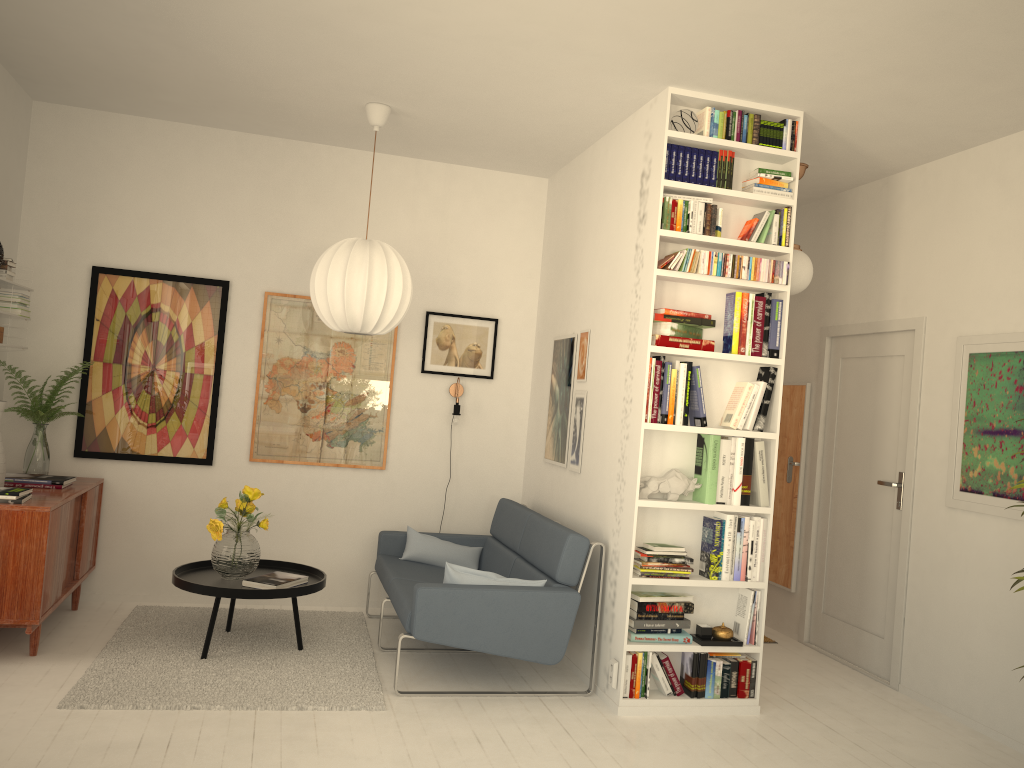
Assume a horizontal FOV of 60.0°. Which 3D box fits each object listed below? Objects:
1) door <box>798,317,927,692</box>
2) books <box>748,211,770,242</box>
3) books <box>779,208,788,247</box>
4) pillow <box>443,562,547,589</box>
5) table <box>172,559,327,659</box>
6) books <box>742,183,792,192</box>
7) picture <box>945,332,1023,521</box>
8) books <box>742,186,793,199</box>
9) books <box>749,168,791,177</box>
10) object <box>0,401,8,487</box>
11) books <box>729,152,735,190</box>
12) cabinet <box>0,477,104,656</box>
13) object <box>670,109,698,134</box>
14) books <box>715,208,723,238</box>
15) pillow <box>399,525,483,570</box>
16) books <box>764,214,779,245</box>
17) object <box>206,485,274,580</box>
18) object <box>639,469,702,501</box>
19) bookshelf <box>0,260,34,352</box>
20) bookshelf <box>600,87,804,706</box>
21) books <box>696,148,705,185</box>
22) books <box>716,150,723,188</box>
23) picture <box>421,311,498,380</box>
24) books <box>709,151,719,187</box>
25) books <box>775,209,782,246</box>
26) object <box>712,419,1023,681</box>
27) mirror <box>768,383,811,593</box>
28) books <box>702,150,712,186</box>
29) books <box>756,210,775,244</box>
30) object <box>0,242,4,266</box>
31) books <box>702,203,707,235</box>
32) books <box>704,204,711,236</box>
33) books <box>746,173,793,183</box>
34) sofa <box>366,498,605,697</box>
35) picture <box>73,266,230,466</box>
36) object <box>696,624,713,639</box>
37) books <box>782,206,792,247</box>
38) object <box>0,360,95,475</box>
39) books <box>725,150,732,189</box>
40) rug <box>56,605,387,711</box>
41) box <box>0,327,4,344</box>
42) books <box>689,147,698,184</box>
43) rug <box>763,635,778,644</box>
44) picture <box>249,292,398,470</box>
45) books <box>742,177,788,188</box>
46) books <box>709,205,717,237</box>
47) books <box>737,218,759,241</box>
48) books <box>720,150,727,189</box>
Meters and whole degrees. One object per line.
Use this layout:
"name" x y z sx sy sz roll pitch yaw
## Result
"door" 2.105 0.650 5.287 0.166 2.033 0.955 5 -2 -15
"books" 1.165 -0.753 4.360 0.092 0.165 0.222 5 -1 -15
"books" 1.289 -0.754 4.378 0.014 0.188 0.218 5 -1 -15
"pillow" -0.110 1.016 4.213 0.533 0.353 0.141 5 -2 -15
"table" -1.358 1.164 4.560 0.761 0.386 0.760 5 -1 1
"books" 1.231 -0.944 4.366 0.200 0.018 0.208 5 -1 -15
"picture" 2.370 0.193 4.171 0.012 0.877 0.822 5 -1 -15
"books" 1.226 -0.916 4.367 0.214 0.038 0.222 5 -1 -15
"books" 1.251 -1.016 4.365 0.169 0.032 0.188 5 -1 -10
"object" -2.558 0.303 4.346 0.160 0.445 0.158 4 -2 25
"books" 1.020 -1.012 4.324 0.020 0.191 0.205 5 -1 -15
"cabinet" -2.543 0.897 4.548 0.546 0.727 1.262 5 -1 -15
"object" 0.816 -1.234 4.201 0.131 0.131 0.131 5 -2 -19
"books" 0.962 -0.759 4.284 0.020 0.145 0.189 5 -1 -15
"pillow" -0.428 1.025 5.449 0.539 0.277 0.157 5 -2 -13
"books" 1.244 -0.740 4.362 0.030 0.153 0.199 5 -1 -15
"object" -1.421 0.765 4.577 0.291 0.471 0.361 4 -2 24
"object" 0.741 0.473 4.189 0.311 0.150 0.137 5 -1 -6
"bookshelf" -2.650 -0.416 4.541 0.184 0.565 0.695 5 -1 -15
"bookshelf" 0.916 0.093 4.282 0.710 2.901 0.249 5 -2 -14
"books" 0.867 -1.021 4.273 0.034 0.179 0.188 5 -1 -15
"books" 0.961 -1.017 4.309 0.020 0.191 0.205 5 -1 -15
"picture" -0.340 -0.250 5.797 0.481 0.402 0.015 5 -2 -14
"books" 0.935 -1.015 4.291 0.034 0.179 0.188 5 -1 -15
"books" 1.268 -0.755 4.386 0.022 0.187 0.186 5 -1 -15
"object" 1.874 0.756 3.604 0.778 1.712 2.089 6 -2 -34
"mirror" 1.829 0.676 6.039 0.029 1.371 0.500 5 -2 -15
"books" 0.901 -1.018 4.282 0.034 0.179 0.188 5 -1 -15
"books" 1.201 -0.753 4.355 0.065 0.168 0.228 5 -1 -15
"object" -2.551 -0.626 4.314 0.139 0.200 0.139 4 -2 30
"books" 0.886 -0.774 4.259 0.013 0.159 0.176 5 -1 -15
"books" 0.899 -0.771 4.283 0.024 0.155 0.206 5 -1 -15
"books" 1.245 -0.992 4.346 0.179 0.016 0.208 5 -1 -10
"sofa" -0.219 1.077 4.852 0.964 0.773 1.603 5 -1 -15
"picture" -2.153 -0.100 5.323 0.778 1.134 0.018 5 -2 -14
"object" 0.916 1.181 4.229 0.058 0.055 0.058 5 -1 -15
"books" 1.309 -0.758 4.381 0.022 0.199 0.212 5 -1 -15
"object" -2.624 0.190 4.990 0.476 0.686 0.398 5 -2 -13
"books" 1.003 -1.014 4.308 0.020 0.191 0.205 5 -1 -15
"rug" -1.370 1.354 4.511 1.304 0.012 1.661 5 -1 -13
"box" -2.624 -0.252 4.362 0.152 0.084 0.266 5 -1 -14
"books" 0.833 -1.024 4.265 0.034 0.179 0.188 5 -1 -15
"rug" 1.159 1.600 5.761 0.941 0.002 0.553 5 -1 -15
"picture" -1.171 -0.011 5.582 0.838 1.053 0.012 5 -2 -14
"books" 1.221 -0.970 4.363 0.173 0.030 0.199 5 -1 -25
"books" 0.930 -0.768 4.257 0.023 0.153 0.176 5 -1 -15
"books" 1.128 -0.739 4.363 0.073 0.129 0.200 5 -1 -15
"books" 0.982 -1.016 4.311 0.020 0.191 0.205 5 -1 -15
